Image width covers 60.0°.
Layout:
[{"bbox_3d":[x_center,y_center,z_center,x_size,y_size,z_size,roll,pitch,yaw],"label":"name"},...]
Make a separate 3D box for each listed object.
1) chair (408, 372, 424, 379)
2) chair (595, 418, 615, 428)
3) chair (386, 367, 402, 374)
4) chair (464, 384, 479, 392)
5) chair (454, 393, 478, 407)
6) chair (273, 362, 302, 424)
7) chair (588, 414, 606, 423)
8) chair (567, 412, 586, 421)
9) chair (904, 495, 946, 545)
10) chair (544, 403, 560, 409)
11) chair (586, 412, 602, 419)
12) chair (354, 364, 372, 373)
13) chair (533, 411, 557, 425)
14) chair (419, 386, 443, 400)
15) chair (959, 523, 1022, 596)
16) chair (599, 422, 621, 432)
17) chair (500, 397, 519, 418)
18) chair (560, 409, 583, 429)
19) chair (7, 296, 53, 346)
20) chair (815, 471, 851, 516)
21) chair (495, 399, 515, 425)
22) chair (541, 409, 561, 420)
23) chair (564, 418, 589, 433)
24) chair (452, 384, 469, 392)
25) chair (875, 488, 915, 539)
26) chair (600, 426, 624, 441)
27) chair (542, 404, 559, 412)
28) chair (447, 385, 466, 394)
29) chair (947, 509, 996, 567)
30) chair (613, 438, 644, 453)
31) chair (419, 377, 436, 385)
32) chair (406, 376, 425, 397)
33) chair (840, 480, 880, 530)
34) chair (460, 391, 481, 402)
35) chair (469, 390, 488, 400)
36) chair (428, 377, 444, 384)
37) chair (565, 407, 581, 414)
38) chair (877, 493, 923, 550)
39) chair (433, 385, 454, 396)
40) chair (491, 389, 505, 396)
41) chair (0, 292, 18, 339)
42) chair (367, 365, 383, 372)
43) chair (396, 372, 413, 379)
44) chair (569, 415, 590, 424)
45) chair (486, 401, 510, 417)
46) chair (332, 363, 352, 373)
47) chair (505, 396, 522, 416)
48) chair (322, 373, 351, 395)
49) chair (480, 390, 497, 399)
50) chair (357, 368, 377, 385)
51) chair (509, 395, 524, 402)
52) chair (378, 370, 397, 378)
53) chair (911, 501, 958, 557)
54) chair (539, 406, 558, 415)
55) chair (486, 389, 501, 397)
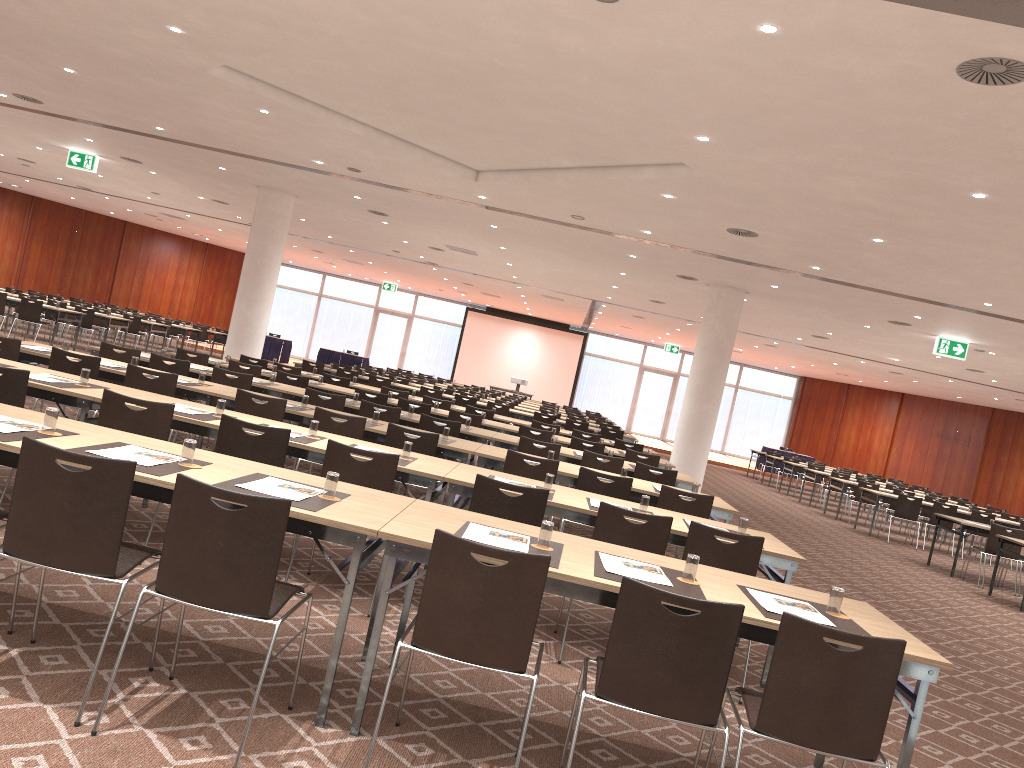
[{"bbox_3d":[-2.772,0.172,24.975,0.535,0.940,0.613,13,1,2],"label":"chair"},{"bbox_3d":[2.077,1.303,20.765,0.535,0.940,0.613,13,1,2],"label":"chair"},{"bbox_3d":[-3.398,0.032,25.083,0.535,0.940,0.613,13,1,0],"label":"chair"},{"bbox_3d":[-1.218,0.517,24.975,0.535,0.940,0.614,13,1,5],"label":"chair"},{"bbox_3d":[-0.956,0.679,16.953,0.535,0.940,0.613,13,1,2],"label":"chair"},{"bbox_3d":[-3.461,0.168,13.496,0.535,0.940,0.613,13,1,1],"label":"chair"},{"bbox_3d":[2.088,1.280,22.732,0.535,0.940,0.613,13,1,4],"label":"chair"},{"bbox_3d":[1.424,1.158,20.763,0.535,0.940,0.614,13,1,5],"label":"chair"},{"bbox_3d":[8.636,2.789,18.439,0.535,0.940,0.613,13,1,2],"label":"chair"},{"bbox_3d":[1.032,1.018,24.864,0.535,0.940,0.614,13,1,5],"label":"chair"},{"bbox_3d":[2.190,1.276,24.764,0.535,0.940,0.613,13,1,3],"label":"chair"},{"bbox_3d":[-3.603,0.038,21.088,0.535,0.940,0.613,13,1,0],"label":"chair"},{"bbox_3d":[0.539,1.013,16.837,0.535,0.940,0.613,13,1,1],"label":"chair"},{"bbox_3d":[-1.602,0.536,16.943,0.535,0.940,0.613,13,1,4],"label":"chair"},{"bbox_3d":[7.034,2.505,12.938,0.535,0.940,0.613,13,1,3],"label":"chair"},{"bbox_3d":[1.974,1.307,18.733,0.535,0.940,0.614,13,1,5],"label":"chair"},{"bbox_3d":[-0.145,0.809,20.840,0.535,0.940,0.613,13,1,2],"label":"chair"},{"bbox_3d":[1.501,1.149,22.796,0.535,0.940,0.613,13,1,0],"label":"chair"},{"bbox_3d":[-9.369,-1.193,17.327,0.535,0.940,0.613,13,1,1],"label":"chair"},{"bbox_3d":[7.473,2.504,20.558,0.535,0.940,0.613,13,1,2],"label":"chair"},{"bbox_3d":[-0.238,0.813,18.920,0.535,0.940,0.613,13,1,1],"label":"chair"},{"bbox_3d":[0.730,1.030,18.795,0.535,0.940,0.613,13,1,1],"label":"chair"},{"bbox_3d":[1.136,1.146,16.772,0.535,0.940,0.613,13,1,1],"label":"chair"},{"bbox_3d":[-1.400,0.504,22.905,0.535,0.940,0.613,13,1,4],"label":"chair"},{"bbox_3d":[7.979,2.644,18.390,0.535,0.940,0.613,13,1,5],"label":"chair"},{"bbox_3d":[1.813,1.296,16.816,0.535,0.940,0.614,13,1,6],"label":"chair"},{"bbox_3d":[0.903,1.016,22.791,0.535,0.940,0.613,13,1,3],"label":"chair"},{"bbox_3d":[-1.384,0.533,20.937,0.535,0.940,0.613,13,1,4],"label":"chair"},{"bbox_3d":[8.526,2.792,16.360,0.535,0.940,0.613,13,1,3],"label":"chair"},{"bbox_3d":[1.638,1.303,13.244,0.535,0.940,0.613,13,1,0],"label":"chair"},{"bbox_3d":[-2.251,0.314,22.982,0.535,0.940,0.614,13,1,5],"label":"chair"},{"bbox_3d":[-2.359,0.316,20.950,0.535,0.940,0.613,13,1,0],"label":"chair"},{"bbox_3d":[7.325,2.497,18.563,0.535,0.940,0.613,13,1,4],"label":"chair"},{"bbox_3d":[-0.968,0.651,18.914,0.535,0.940,0.613,13,1,2],"label":"chair"},{"bbox_3d":[-0.869,0.647,20.953,0.535,0.940,0.613,13,1,3],"label":"chair"},{"bbox_3d":[-2.204,0.298,24.982,0.535,0.940,0.614,13,1,6],"label":"chair"},{"bbox_3d":[1.612,1.148,24.758,0.535,0.940,0.613,13,1,4],"label":"chair"},{"bbox_3d":[7.227,2.503,16.425,0.535,0.940,0.614,13,1,5],"label":"chair"},{"bbox_3d":[-1.531,0.526,18.907,0.535,0.940,0.613,13,1,3],"label":"chair"},{"bbox_3d":[-0.501,0.652,26.865,0.535,0.940,0.613,13,1,2],"label":"chair"},{"bbox_3d":[-10.035,-1.340,17.279,0.535,0.940,0.613,13,1,2],"label":"chair"},{"bbox_3d":[-3.609,0.012,23.014,0.535,0.940,0.613,13,1,4],"label":"chair"},{"bbox_3d":[-2.855,0.179,23.054,0.535,0.940,0.613,13,1,3],"label":"chair"},{"bbox_3d":[1.324,1.162,18.800,0.535,0.940,0.613,13,1,2],"label":"chair"},{"bbox_3d":[-0.332,0.819,16.845,0.535,0.940,0.613,13,1,4],"label":"chair"},{"bbox_3d":[-3.700,0.043,19.049,0.535,0.940,0.613,13,1,3],"label":"chair"},{"bbox_3d":[-0.062,0.800,22.916,0.535,0.940,0.613,13,1,0],"label":"chair"},{"bbox_3d":[-2.725,0.331,13.536,0.535,0.940,0.613,13,1,4],"label":"chair"},{"bbox_3d":[-0.682,0.663,22.904,0.535,0.940,0.613,13,1,1],"label":"chair"},{"bbox_3d":[-3.150,0.166,18.987,0.535,0.940,0.614,13,1,5],"label":"chair"},{"bbox_3d":[0.043,0.799,24.836,0.535,0.940,0.614,13,1,5],"label":"chair"},{"bbox_3d":[-3.002,0.173,21.017,0.535,0.940,0.614,13,1,6],"label":"chair"},{"bbox_3d":[7.892,2.650,16.473,0.535,0.940,0.614,13,1,4],"label":"chair"},{"bbox_3d":[0.780,1.014,20.872,0.535,0.940,0.613,13,1,4],"label":"chair"},{"bbox_3d":[-0.589,0.658,24.902,0.535,0.940,0.614,13,1,6],"label":"chair"}]
